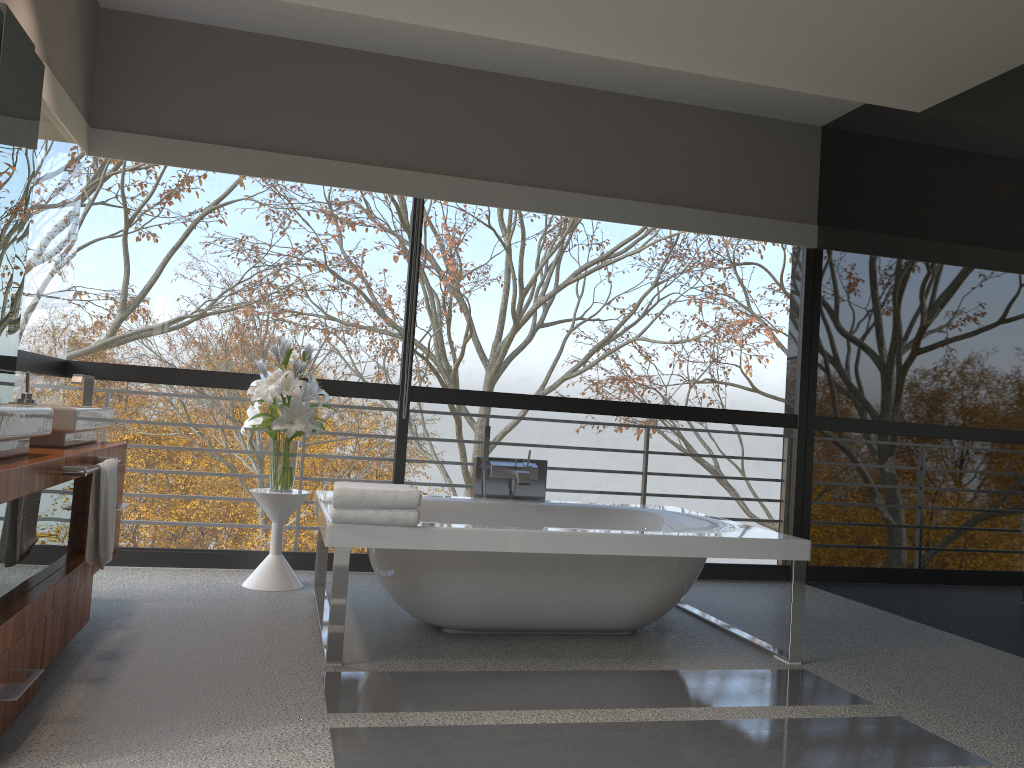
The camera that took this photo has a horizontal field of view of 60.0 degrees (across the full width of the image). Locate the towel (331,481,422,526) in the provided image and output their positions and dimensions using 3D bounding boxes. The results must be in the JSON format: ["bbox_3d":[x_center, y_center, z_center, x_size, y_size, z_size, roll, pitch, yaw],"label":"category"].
[{"bbox_3d":[-0.511,0.455,3.332,0.322,0.145,0.305,4,-3,-11],"label":"towel"}]

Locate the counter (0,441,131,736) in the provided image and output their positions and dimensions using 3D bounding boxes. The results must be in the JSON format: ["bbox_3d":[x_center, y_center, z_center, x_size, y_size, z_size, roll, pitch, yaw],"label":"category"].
[{"bbox_3d":[-1.651,0.570,2.915,0.524,0.705,1.848,4,-3,-14],"label":"counter"}]

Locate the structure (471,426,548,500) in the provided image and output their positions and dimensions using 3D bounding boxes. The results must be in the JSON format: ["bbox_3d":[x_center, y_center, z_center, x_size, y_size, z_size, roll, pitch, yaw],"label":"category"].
[{"bbox_3d":[0.010,0.672,4.635,0.402,0.885,0.330,5,-3,-14],"label":"structure"}]

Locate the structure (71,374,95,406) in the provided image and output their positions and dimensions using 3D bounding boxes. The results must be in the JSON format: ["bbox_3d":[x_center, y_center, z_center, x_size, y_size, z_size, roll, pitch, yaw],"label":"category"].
[{"bbox_3d":[-1.899,0.455,3.845,0.069,0.989,0.303,5,-3,-14],"label":"structure"}]

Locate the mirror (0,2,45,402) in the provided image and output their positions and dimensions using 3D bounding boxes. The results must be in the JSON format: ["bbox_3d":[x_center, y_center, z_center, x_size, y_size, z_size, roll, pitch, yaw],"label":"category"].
[{"bbox_3d":[-1.957,-0.604,2.905,0.253,1.618,1.790,5,-3,-14],"label":"mirror"}]

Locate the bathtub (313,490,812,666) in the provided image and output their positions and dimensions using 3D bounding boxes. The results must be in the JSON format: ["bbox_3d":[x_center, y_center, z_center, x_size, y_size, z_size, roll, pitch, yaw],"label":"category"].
[{"bbox_3d":[0.105,0.838,4.028,1.958,0.504,1.327,4,-3,-14],"label":"bathtub"}]

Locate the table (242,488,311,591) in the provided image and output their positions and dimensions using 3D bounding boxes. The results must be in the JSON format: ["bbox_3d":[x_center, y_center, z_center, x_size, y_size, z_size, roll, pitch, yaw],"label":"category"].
[{"bbox_3d":[-1.200,0.787,4.530,0.307,0.479,0.307,5,-3,-30],"label":"table"}]

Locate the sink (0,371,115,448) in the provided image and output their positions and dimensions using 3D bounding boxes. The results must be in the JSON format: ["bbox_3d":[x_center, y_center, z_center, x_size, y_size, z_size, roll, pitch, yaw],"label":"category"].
[{"bbox_3d":[-1.805,0.097,3.458,0.352,0.266,0.750,4,-3,-14],"label":"sink"}]

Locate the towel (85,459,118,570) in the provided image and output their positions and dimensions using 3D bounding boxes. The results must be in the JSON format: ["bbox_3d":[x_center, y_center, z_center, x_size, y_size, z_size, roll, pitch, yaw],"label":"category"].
[{"bbox_3d":[-1.399,0.447,3.062,0.079,0.369,0.302,5,-3,-14],"label":"towel"}]

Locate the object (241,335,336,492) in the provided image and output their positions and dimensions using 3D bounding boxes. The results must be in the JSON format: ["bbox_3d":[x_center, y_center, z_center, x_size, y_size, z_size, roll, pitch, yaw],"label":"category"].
[{"bbox_3d":[-1.170,0.151,4.554,0.450,0.796,0.459,3,-3,13],"label":"object"}]

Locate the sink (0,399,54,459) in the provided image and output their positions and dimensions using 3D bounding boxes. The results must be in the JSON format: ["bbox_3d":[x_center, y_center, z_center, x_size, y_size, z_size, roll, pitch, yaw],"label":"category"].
[{"bbox_3d":[-1.541,0.069,2.430,0.352,0.266,0.750,4,-3,-14],"label":"sink"}]
